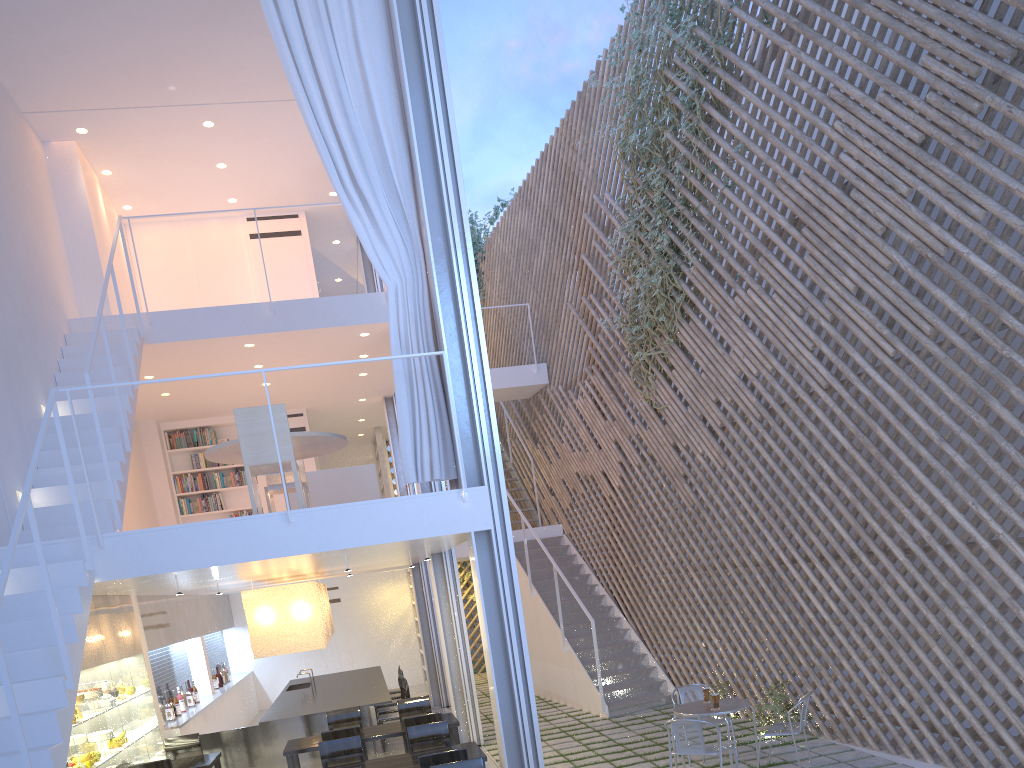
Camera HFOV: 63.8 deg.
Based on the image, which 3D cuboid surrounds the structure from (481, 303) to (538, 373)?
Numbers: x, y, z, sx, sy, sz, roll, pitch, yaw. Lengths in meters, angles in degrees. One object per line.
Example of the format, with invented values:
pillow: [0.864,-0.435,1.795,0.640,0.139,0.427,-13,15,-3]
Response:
structure: [-0.380,-0.320,6.763,1.130,0.580,0.026,-7,9,-9]

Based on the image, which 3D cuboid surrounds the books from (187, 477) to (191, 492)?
books: [-2.567,0.809,6.562,0.015,0.128,0.088,-10,2,-13]

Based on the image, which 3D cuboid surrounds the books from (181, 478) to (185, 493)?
books: [-2.608,0.814,6.552,0.006,0.125,0.095,-10,1,-13]

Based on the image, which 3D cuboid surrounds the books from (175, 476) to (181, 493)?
books: [-2.647,0.810,6.548,0.015,0.144,0.088,-10,3,-13]

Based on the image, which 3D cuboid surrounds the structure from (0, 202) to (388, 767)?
structure: [-1.059,0.275,2.987,1.712,3.330,3.695,-9,-2,-12]

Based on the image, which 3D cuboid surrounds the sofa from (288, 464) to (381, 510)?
sofa: [-1.061,0.771,5.006,0.495,0.365,1.006,-7,-10,-12]

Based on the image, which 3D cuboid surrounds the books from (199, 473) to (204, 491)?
books: [-2.472,0.789,6.575,0.009,0.147,0.089,-10,4,-13]

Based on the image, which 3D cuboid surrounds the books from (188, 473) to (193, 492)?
books: [-2.554,0.795,6.563,0.015,0.155,0.086,-10,4,-13]

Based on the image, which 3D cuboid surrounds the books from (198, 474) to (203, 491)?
books: [-2.481,0.793,6.575,0.010,0.143,0.088,-10,3,-13]

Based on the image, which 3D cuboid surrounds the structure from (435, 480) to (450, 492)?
structure: [-0.297,0.413,4.104,0.027,0.547,1.738,-10,-10,-13]

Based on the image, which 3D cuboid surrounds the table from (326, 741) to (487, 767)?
table: [-0.560,1.808,3.553,0.908,0.334,0.355,-6,-3,-10]

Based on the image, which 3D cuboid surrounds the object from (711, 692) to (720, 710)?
object: [0.914,1.422,3.691,0.032,0.078,0.030,-4,7,34]

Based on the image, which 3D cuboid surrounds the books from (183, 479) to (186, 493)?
books: [-2.603,0.817,6.560,0.006,0.121,0.080,-10,3,-13]

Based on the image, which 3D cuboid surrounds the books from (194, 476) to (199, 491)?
books: [-2.515,0.804,6.579,0.020,0.132,0.069,-10,5,-13]

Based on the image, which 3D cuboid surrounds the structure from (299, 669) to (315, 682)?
structure: [-1.730,2.465,6.939,0.112,0.126,0.033,-8,8,-9]

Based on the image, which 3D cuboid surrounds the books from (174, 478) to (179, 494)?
books: [-2.660,0.817,6.543,0.015,0.130,0.095,-10,2,-13]

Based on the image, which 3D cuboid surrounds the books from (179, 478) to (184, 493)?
books: [-2.622,0.816,6.551,0.020,0.125,0.092,-10,2,-13]

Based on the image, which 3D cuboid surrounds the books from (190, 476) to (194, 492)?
books: [-2.542,0.805,6.563,0.005,0.130,0.095,-10,2,-13]

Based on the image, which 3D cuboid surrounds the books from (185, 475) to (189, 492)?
books: [-2.584,0.804,6.563,0.015,0.144,0.078,-10,4,-13]

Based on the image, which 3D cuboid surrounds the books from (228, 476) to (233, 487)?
books: [-2.260,0.793,6.627,0.020,0.100,0.062,-10,3,-13]

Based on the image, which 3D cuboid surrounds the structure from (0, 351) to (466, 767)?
structure: [-0.664,0.672,2.394,1.353,1.810,1.442,-8,1,-11]

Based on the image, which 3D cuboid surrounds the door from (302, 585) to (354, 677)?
door: [-2.023,2.126,5.960,0.481,1.161,5.584,-8,-12,0]

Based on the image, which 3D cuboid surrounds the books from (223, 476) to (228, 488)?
books: [-2.301,0.797,6.620,0.020,0.100,0.062,-10,3,-13]

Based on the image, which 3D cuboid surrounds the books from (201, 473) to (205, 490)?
books: [-2.464,0.789,6.580,0.008,0.147,0.083,-10,4,-13]

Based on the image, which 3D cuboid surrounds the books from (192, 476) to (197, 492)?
books: [-2.527,0.803,6.565,0.007,0.130,0.095,-10,2,-13]

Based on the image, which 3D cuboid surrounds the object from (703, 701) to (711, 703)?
object: [-0.500,1.437,3.631,2.878,0.444,0.059,-6,9,-9]

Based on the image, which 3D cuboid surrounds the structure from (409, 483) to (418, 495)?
structure: [-0.639,0.870,5.907,0.027,0.547,1.740,-10,-10,-13]

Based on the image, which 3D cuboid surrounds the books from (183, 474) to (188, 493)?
books: [-2.597,0.800,6.558,0.011,0.155,0.081,-10,5,-13]

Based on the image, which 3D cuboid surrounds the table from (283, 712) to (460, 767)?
table: [-0.733,2.039,4.464,0.908,0.334,0.355,-6,-3,-10]

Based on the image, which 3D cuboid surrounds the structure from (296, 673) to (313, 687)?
structure: [-1.668,2.382,6.608,0.112,0.126,0.033,-8,8,-9]

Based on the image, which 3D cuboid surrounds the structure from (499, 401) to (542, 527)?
structure: [-0.278,0.591,7.984,0.527,1.909,1.258,-10,3,-18]

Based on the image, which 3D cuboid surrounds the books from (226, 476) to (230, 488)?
books: [-2.281,0.795,6.624,0.020,0.100,0.062,-10,3,-13]

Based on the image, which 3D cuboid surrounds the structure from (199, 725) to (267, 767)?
structure: [-1.788,2.292,5.001,0.551,0.377,0.011,-7,9,-9]

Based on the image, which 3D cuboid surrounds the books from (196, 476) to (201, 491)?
books: [-2.494,0.805,6.576,0.018,0.123,0.085,-10,2,-13]

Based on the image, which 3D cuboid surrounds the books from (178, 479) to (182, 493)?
books: [-2.635,0.819,6.550,0.006,0.122,0.090,-10,2,-13]

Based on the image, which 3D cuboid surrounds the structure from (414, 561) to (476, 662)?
structure: [-0.621,2.219,8.915,1.134,2.031,0.282,-8,9,-9]

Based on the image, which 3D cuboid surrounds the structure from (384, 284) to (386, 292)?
structure: [-0.824,-0.504,5.681,0.027,0.547,1.740,-10,-10,-13]

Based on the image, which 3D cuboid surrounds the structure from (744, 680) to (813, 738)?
structure: [1.415,1.731,4.391,0.289,0.326,0.322,-8,-1,-26]

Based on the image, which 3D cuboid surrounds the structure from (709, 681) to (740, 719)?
structure: [1.281,1.928,5.025,0.266,0.263,0.263,-8,-2,-4]

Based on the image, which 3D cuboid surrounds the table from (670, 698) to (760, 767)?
table: [0.940,1.650,3.816,0.358,0.337,0.338,-10,-3,41]

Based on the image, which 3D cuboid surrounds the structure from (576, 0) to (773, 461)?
structure: [1.006,-1.017,4.619,0.727,2.749,2.383,-11,1,-21]

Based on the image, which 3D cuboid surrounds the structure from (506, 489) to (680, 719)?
structure: [0.172,1.525,6.261,1.164,1.976,1.987,-9,-1,-18]

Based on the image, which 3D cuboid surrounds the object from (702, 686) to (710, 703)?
object: [0.918,1.465,3.885,0.032,0.078,0.030,-4,7,34]

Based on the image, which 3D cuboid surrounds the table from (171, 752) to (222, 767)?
table: [-1.703,2.142,4.304,0.356,0.334,0.355,-8,-2,-11]

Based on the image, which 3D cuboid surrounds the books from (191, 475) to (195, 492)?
books: [-2.535,0.801,6.563,0.008,0.136,0.095,-10,2,-13]

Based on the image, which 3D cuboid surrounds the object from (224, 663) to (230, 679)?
object: [-2.657,2.676,7.639,0.044,0.189,0.041,-8,8,1]

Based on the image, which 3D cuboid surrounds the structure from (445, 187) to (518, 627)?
structure: [-0.490,0.697,9.555,1.102,4.576,3.303,-10,2,-15]
